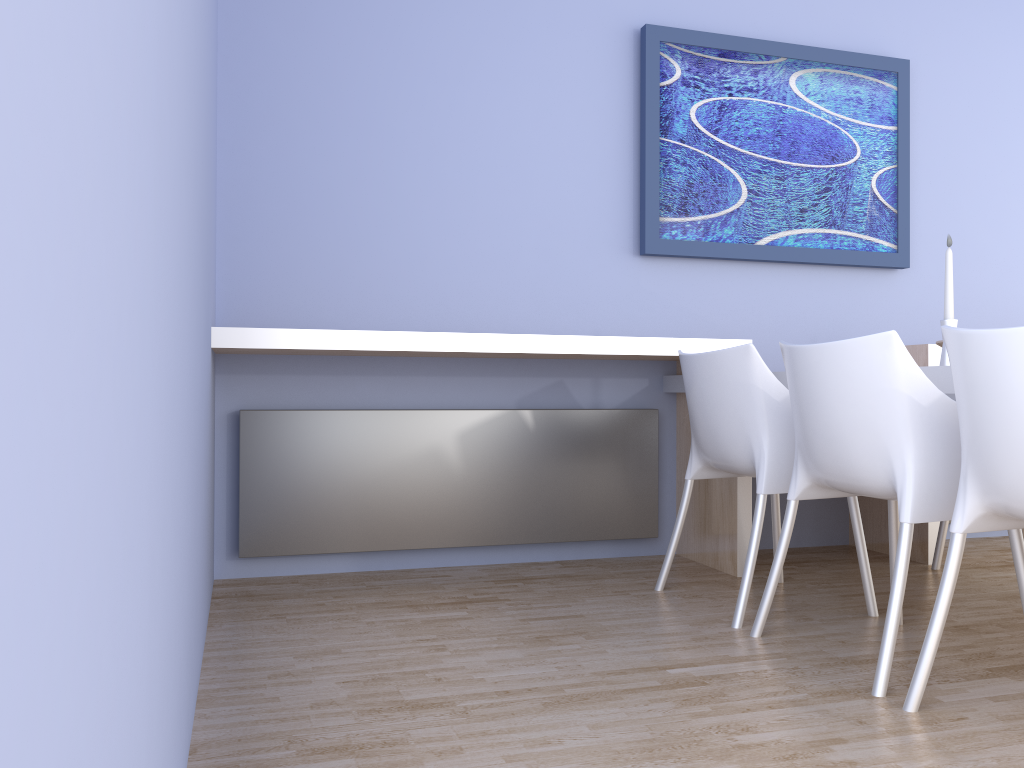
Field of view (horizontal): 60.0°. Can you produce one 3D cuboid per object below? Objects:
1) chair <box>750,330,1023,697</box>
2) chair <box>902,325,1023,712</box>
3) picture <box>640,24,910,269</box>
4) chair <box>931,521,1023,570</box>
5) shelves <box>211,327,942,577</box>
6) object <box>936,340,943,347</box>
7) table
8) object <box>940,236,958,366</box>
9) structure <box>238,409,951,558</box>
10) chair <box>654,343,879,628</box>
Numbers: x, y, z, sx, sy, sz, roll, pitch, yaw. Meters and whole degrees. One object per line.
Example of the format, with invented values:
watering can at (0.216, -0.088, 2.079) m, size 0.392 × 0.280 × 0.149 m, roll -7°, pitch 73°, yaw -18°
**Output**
chair at (0.941, 0.279, 2.215) m, size 0.486 × 0.793 × 0.510 m, roll 0°, pitch -1°, yaw -17°
chair at (1.109, 0.274, 1.666) m, size 0.486 × 0.793 × 0.510 m, roll 0°, pitch -1°, yaw -17°
picture at (1.114, -0.956, 3.673) m, size 1.252 × 0.901 × 0.049 m, roll 0°, pitch -1°, yaw -17°
chair at (1.861, 0.290, 3.132) m, size 0.486 × 0.793 × 0.510 m, roll 0°, pitch -1°, yaw -17°
shelves at (0.892, 0.265, 3.406) m, size 3.901 × 0.840 × 0.463 m, roll 0°, pitch -1°, yaw -17°
object at (1.463, -0.083, 2.490) m, size 0.493 × 0.081 × 0.493 m, roll 0°, pitch -1°, yaw 2°
table at (1.426, 0.321, 2.585) m, size 1.002 × 0.718 × 2.340 m, roll 0°, pitch -1°, yaw -17°
object at (1.131, -0.217, 2.295) m, size 0.045 × 0.349 × 0.045 m, roll 0°, pitch -1°, yaw 25°
structure at (0.903, 0.352, 3.597) m, size 3.843 × 0.503 × 0.064 m, roll 0°, pitch -1°, yaw -17°
chair at (0.774, 0.283, 2.764) m, size 0.486 × 0.793 × 0.510 m, roll 0°, pitch -1°, yaw -17°
